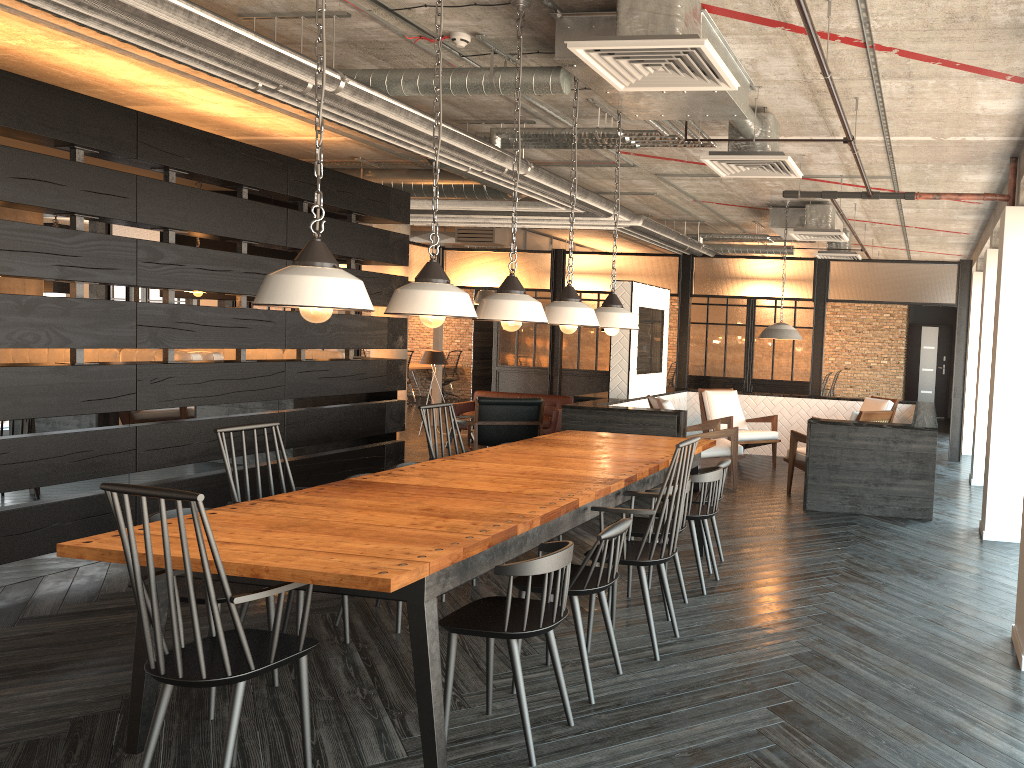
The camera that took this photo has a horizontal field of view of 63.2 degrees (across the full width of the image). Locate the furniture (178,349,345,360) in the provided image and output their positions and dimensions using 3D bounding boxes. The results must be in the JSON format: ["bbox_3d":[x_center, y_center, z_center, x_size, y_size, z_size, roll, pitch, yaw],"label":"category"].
[{"bbox_3d":[-2.422,0.295,7.512,1.762,1.260,0.631,3,4,13],"label":"furniture"}]

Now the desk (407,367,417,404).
[{"bbox_3d":[-2.646,0.040,15.604,0.736,0.720,1.792,4,4,24],"label":"desk"}]

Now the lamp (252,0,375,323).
[{"bbox_3d":[-0.635,-1.071,2.742,0.419,1.737,0.313,0,4,-30],"label":"lamp"}]

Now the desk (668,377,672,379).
[{"bbox_3d":[2.501,0.224,16.386,0.736,0.720,1.792,4,4,24],"label":"desk"}]

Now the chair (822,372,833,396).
[{"bbox_3d":[5.067,0.311,14.135,0.649,1.062,0.750,3,4,20],"label":"chair"}]

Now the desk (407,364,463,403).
[{"bbox_3d":[-1.846,-0.025,17.209,0.736,0.720,1.792,4,4,24],"label":"desk"}]

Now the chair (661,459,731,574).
[{"bbox_3d":[1.210,0.851,5.568,0.432,0.725,0.405,3,4,18],"label":"chair"}]

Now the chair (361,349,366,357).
[{"bbox_3d":[-3.020,-0.262,17.383,0.649,1.062,0.750,3,4,20],"label":"chair"}]

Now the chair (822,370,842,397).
[{"bbox_3d":[5.877,0.245,15.760,0.649,1.062,0.750,3,4,20],"label":"chair"}]

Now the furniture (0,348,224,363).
[{"bbox_3d":[-3.068,0.348,6.216,1.757,1.260,1.150,3,4,15],"label":"furniture"}]

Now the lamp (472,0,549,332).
[{"bbox_3d":[0.018,-1.124,4.052,0.321,1.737,0.412,4,4,31],"label":"lamp"}]

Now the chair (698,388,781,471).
[{"bbox_3d":[2.736,0.536,10.191,0.829,0.906,0.804,0,4,-30],"label":"chair"}]

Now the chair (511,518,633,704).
[{"bbox_3d":[0.250,0.934,3.584,0.432,0.725,0.405,3,4,18],"label":"chair"}]

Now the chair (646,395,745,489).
[{"bbox_3d":[1.898,0.593,8.697,1.023,0.906,0.660,1,3,-13],"label":"chair"}]

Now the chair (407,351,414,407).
[{"bbox_3d":[-2.248,-0.109,15.521,0.649,1.062,0.750,3,4,20],"label":"chair"}]

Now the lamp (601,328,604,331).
[{"bbox_3d":[1.117,-0.643,9.401,0.251,0.171,0.176,1,4,-16],"label":"lamp"}]

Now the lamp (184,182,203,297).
[{"bbox_3d":[-2.586,-1.248,6.861,0.186,1.050,0.201,2,3,12],"label":"lamp"}]

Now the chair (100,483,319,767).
[{"bbox_3d":[-0.891,0.793,2.570,0.414,1.032,0.543,3,4,25],"label":"chair"}]

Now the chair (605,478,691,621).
[{"bbox_3d":[0.756,0.885,4.627,0.414,0.737,0.405,3,4,18],"label":"chair"}]

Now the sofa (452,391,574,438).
[{"bbox_3d":[0.039,0.456,11.653,1.517,0.637,0.719,3,4,14],"label":"sofa"}]

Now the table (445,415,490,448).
[{"bbox_3d":[-0.408,0.624,10.742,0.676,0.372,0.752,3,4,15],"label":"table"}]

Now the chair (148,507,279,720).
[{"bbox_3d":[-1.190,0.881,3.297,0.414,0.737,0.405,3,4,18],"label":"chair"}]

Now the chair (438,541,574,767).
[{"bbox_3d":[-0.013,0.949,3.074,0.414,0.737,0.405,3,4,18],"label":"chair"}]

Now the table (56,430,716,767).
[{"bbox_3d":[0.024,0.844,4.326,1.091,0.791,4.091,4,4,25],"label":"table"}]

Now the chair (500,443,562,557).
[{"bbox_3d":[0.129,0.787,5.718,0.414,0.737,0.405,3,4,18],"label":"chair"}]

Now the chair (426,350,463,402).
[{"bbox_3d":[-1.437,-0.175,17.145,0.649,1.062,0.750,3,4,20],"label":"chair"}]

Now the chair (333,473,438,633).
[{"bbox_3d":[-0.617,0.846,4.267,0.414,0.737,0.405,3,4,18],"label":"chair"}]

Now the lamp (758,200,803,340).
[{"bbox_3d":[3.057,-1.277,9.354,0.453,1.544,0.566,3,4,27],"label":"lamp"}]

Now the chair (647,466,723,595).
[{"bbox_3d":[1.057,0.868,5.115,0.414,0.737,0.405,3,4,18],"label":"chair"}]

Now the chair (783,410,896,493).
[{"bbox_3d":[3.317,0.677,8.392,0.834,0.906,0.797,-1,4,-36],"label":"chair"}]

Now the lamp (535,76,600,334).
[{"bbox_3d":[0.345,-1.151,4.706,0.313,1.737,0.419,4,4,38],"label":"lamp"}]

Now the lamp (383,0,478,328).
[{"bbox_3d":[-0.308,-1.097,3.397,0.359,1.737,0.373,2,3,8],"label":"lamp"}]

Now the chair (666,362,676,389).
[{"bbox_3d":[2.909,0.074,16.322,0.649,1.062,0.750,3,4,20],"label":"chair"}]

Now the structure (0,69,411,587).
[{"bbox_3d":[-5.134,-0.458,5.676,5.682,2.741,5.935,4,4,19],"label":"structure"}]

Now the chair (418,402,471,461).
[{"bbox_3d":[-0.283,0.650,5.246,0.455,1.032,0.496,3,4,19],"label":"chair"}]

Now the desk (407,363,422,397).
[{"bbox_3d":[-2.588,-0.068,17.350,0.736,0.720,1.792,4,4,24],"label":"desk"}]

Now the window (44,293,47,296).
[{"bbox_3d":[-8.976,-1.214,13.831,0.224,2.874,2.718,3,4,26],"label":"window"}]

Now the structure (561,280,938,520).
[{"bbox_3d":[2.843,-0.020,9.482,3.685,2.114,4.011,4,4,19],"label":"structure"}]

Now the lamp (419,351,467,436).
[{"bbox_3d":[-0.914,0.119,11.987,0.946,1.178,0.483,0,4,-24],"label":"lamp"}]

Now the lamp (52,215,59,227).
[{"bbox_3d":[-4.109,-1.867,7.476,0.395,1.502,0.494,3,4,27],"label":"lamp"}]

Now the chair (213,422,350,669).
[{"bbox_3d":[-1.010,0.710,3.789,0.455,1.032,0.496,3,4,19],"label":"chair"}]

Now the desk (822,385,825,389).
[{"bbox_3d":[5.469,0.395,15.824,0.736,0.720,1.792,4,4,24],"label":"desk"}]

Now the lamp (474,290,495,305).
[{"bbox_3d":[-0.426,-2.170,14.860,0.495,1.502,0.394,0,4,-19],"label":"lamp"}]

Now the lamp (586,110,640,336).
[{"bbox_3d":[0.671,-1.178,5.360,0.313,1.737,0.419,4,4,38],"label":"lamp"}]

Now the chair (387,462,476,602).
[{"bbox_3d":[-0.447,0.827,4.768,0.432,0.725,0.405,3,4,18],"label":"chair"}]

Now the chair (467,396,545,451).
[{"bbox_3d":[-0.087,0.507,9.501,0.828,0.795,0.922,1,4,-14],"label":"chair"}]

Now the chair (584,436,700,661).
[{"bbox_3d":[0.620,0.767,4.062,0.455,1.032,0.496,3,4,19],"label":"chair"}]

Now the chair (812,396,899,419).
[{"bbox_3d":[4.111,0.609,10.026,1.060,0.906,0.632,1,4,-23],"label":"chair"}]
